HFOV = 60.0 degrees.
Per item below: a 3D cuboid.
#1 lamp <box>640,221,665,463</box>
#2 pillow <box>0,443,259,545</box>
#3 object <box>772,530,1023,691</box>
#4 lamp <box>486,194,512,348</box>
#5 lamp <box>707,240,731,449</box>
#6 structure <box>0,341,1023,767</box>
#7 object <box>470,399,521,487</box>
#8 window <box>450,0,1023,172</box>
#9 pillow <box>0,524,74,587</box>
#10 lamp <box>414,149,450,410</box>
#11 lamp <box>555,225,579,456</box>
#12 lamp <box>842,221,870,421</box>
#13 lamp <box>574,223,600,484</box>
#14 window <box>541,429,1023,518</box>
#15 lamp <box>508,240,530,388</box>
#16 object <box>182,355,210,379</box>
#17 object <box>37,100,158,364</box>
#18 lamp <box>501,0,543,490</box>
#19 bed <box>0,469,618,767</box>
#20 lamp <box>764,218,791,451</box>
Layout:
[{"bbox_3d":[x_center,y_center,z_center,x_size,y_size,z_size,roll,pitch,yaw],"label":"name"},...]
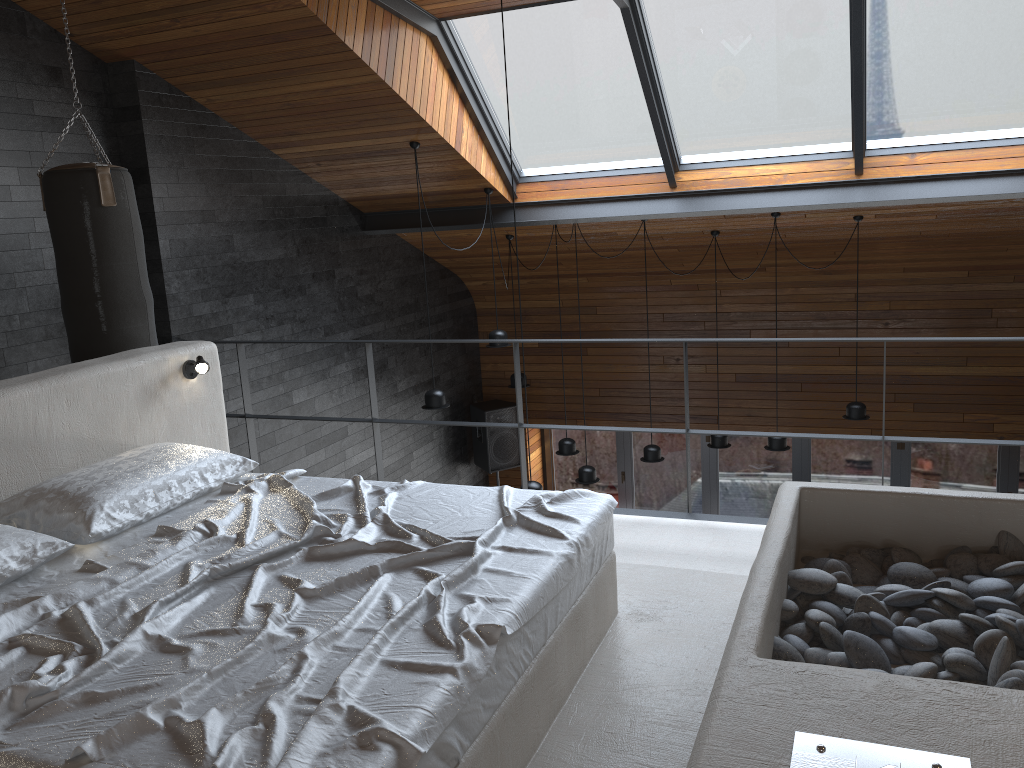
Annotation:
[{"bbox_3d":[1.146,-0.346,7.456,0.210,2.033,0.210,-10,13,-29],"label":"lamp"},{"bbox_3d":[-1.398,0.365,3.244,0.509,0.173,0.842,1,12,22],"label":"pillow"},{"bbox_3d":[1.559,0.699,2.244,1.842,0.246,1.436,1,12,22],"label":"object"},{"bbox_3d":[-0.146,-0.901,7.038,0.210,1.206,0.210,-10,13,-29],"label":"lamp"},{"bbox_3d":[1.765,-0.437,7.635,0.210,2.002,0.210,-10,13,-29],"label":"lamp"},{"bbox_3d":[0.098,0.627,2.216,4.614,1.120,2.635,1,12,22],"label":"structure"},{"bbox_3d":[-0.187,1.364,9.733,0.639,2.298,0.686,-10,13,-29],"label":"object"},{"bbox_3d":[1.586,-2.082,5.847,3.818,1.031,1.213,1,12,22],"label":"window"},{"bbox_3d":[-1.732,0.543,2.432,0.502,0.176,0.838,1,12,23],"label":"pillow"},{"bbox_3d":[-0.620,-0.742,6.355,0.210,1.853,0.210,-10,13,-29],"label":"lamp"},{"bbox_3d":[0.421,-0.397,7.563,0.210,2.035,0.210,-10,13,-29],"label":"lamp"},{"bbox_3d":[2.738,-0.496,7.034,0.210,1.565,0.210,-10,13,-29],"label":"lamp"},{"bbox_3d":[0.572,-0.291,7.347,0.210,2.272,0.210,-10,13,-29],"label":"lamp"},{"bbox_3d":[3.072,1.116,9.413,5.936,1.521,0.101,1,12,22],"label":"window"},{"bbox_3d":[0.022,-0.651,8.135,0.210,1.369,0.210,-10,13,-29],"label":"lamp"},{"bbox_3d":[-1.375,-0.067,3.841,0.085,0.106,0.165,-13,14,-39],"label":"object"},{"bbox_3d":[-2.099,-0.621,4.544,0.442,1.602,0.445,-13,14,-39],"label":"object"},{"bbox_3d":[0.035,-0.790,5.663,0.210,3.207,0.210,7,15,44],"label":"lamp"},{"bbox_3d":[-0.863,0.717,2.635,2.011,0.484,1.827,1,12,22],"label":"bed"},{"bbox_3d":[2.127,-0.408,7.132,0.210,1.911,0.210,-10,13,-29],"label":"lamp"}]
